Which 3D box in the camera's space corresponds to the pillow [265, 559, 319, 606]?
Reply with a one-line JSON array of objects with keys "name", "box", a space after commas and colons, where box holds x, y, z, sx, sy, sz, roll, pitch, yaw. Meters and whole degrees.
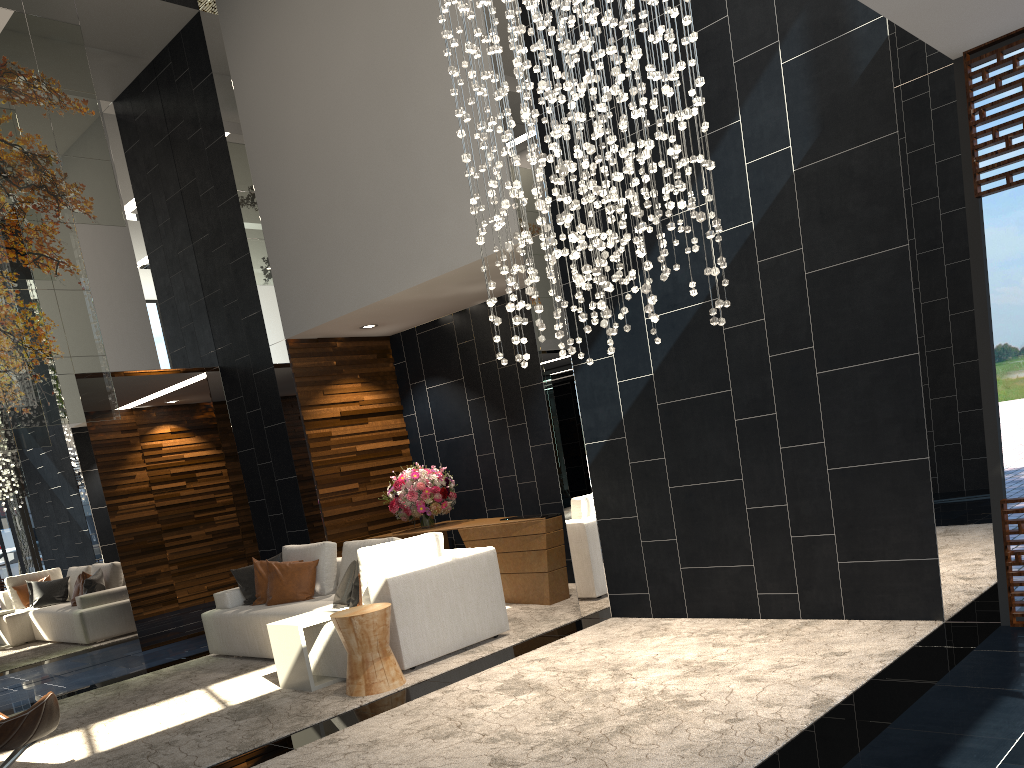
[{"name": "pillow", "box": [-1.875, 1.659, 7.279, 0.525, 0.421, 0.260, -10, 5, 15]}]

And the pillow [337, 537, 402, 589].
[{"name": "pillow", "box": [-1.140, 1.463, 6.911, 0.729, 0.444, 0.281, -11, 3, 44]}]

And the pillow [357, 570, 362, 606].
[{"name": "pillow", "box": [-0.952, 1.414, 6.251, 0.271, 0.420, 0.506, -6, 3, 40]}]

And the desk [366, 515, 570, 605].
[{"name": "desk", "box": [-0.286, 1.709, 8.357, 2.276, 0.761, 0.964, -13, -2, 44]}]

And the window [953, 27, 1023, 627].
[{"name": "window", "box": [0.881, -1.757, 1.180, 2.373, 6.130, 5.977, -3, 6, 44]}]

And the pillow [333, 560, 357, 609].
[{"name": "pillow", "box": [-1.199, 1.497, 6.543, 0.300, 0.370, 0.498, -10, 0, 3]}]

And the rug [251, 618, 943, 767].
[{"name": "rug", "box": [0.418, 1.640, 4.435, 2.371, 0.006, 3.333, -14, -7, 44]}]

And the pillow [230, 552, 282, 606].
[{"name": "pillow", "box": [-2.202, 1.719, 7.576, 0.555, 0.424, 0.249, -10, 5, 2]}]

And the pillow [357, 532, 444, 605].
[{"name": "pillow", "box": [-0.773, 1.332, 6.157, 0.694, 0.466, 0.220, -9, 4, -44]}]

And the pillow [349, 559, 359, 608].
[{"name": "pillow", "box": [-1.062, 1.461, 6.422, 0.257, 0.420, 0.543, -9, 0, 11]}]

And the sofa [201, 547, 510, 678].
[{"name": "sofa", "box": [-1.503, 1.827, 6.957, 2.892, 0.694, 1.258, -14, -4, 44]}]

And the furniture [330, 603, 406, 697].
[{"name": "furniture", "box": [-0.917, 1.694, 5.513, 0.390, 0.531, 0.388, -10, 4, -11]}]

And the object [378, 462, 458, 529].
[{"name": "object", "box": [-0.905, 1.118, 8.682, 0.669, 0.689, 0.671, -8, 3, 35]}]

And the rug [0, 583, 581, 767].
[{"name": "rug", "box": [-1.740, 2.196, 6.619, 3.261, 0.006, 5.757, -14, -7, 44]}]

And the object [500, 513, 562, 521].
[{"name": "object", "box": [0.179, 1.194, 7.745, 0.236, 0.027, 0.720, -7, -6, -36]}]

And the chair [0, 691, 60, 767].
[{"name": "chair", "box": [-2.682, 1.689, 4.301, 0.681, 0.946, 0.769, -9, 3, 11]}]

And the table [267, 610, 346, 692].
[{"name": "table", "box": [-1.372, 1.837, 5.967, 0.405, 0.474, 0.388, -7, 4, 44]}]

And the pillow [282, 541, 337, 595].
[{"name": "pillow", "box": [-1.782, 1.620, 7.542, 0.729, 0.460, 0.240, -11, 3, 43]}]

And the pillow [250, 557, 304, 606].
[{"name": "pillow", "box": [-2.032, 1.675, 7.440, 0.553, 0.439, 0.236, -10, 5, 10]}]

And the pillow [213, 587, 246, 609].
[{"name": "pillow", "box": [-2.372, 1.891, 7.794, 0.243, 0.153, 0.608, -10, -3, 39]}]

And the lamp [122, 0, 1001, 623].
[{"name": "lamp", "box": [-13.201, -45.008, 0.635, 393.473, 115.977, 401.225, -8, -4, -21]}]
